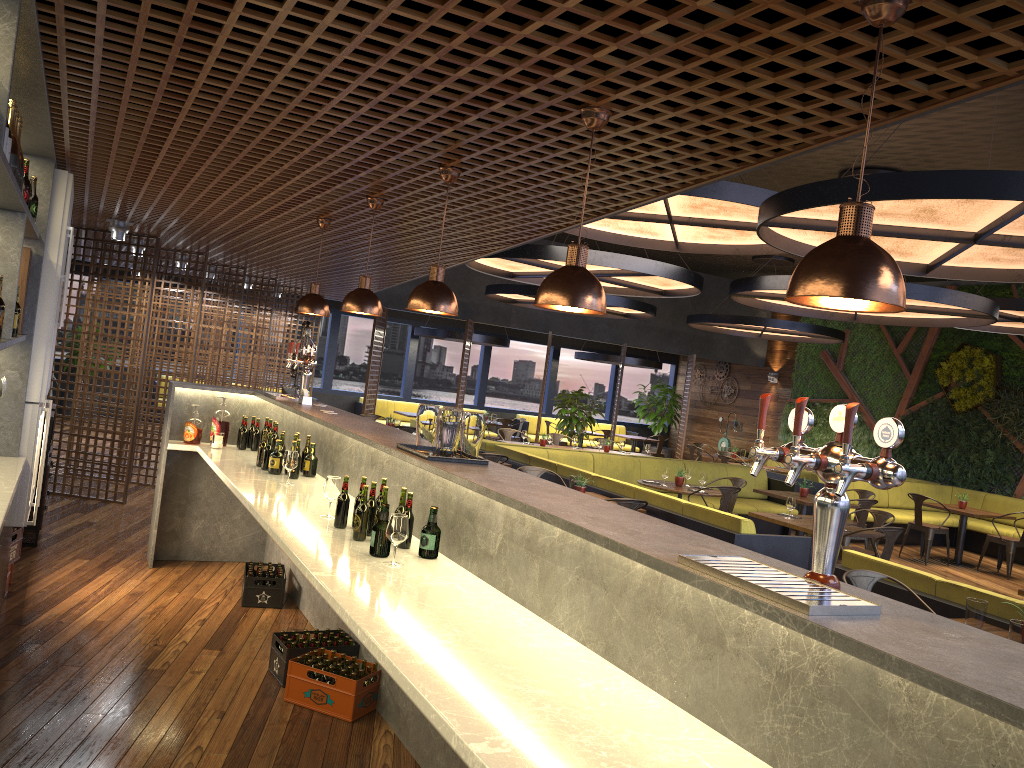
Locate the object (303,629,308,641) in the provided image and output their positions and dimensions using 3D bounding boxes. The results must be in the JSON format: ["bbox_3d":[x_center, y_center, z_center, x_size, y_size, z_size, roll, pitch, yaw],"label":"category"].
[{"bbox_3d":[-1.165,1.477,4.961,0.057,0.205,0.056,8,1,31],"label":"object"}]

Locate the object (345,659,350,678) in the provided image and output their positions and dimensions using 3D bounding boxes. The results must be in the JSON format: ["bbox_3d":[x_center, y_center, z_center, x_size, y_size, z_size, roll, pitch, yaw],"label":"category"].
[{"bbox_3d":[-0.856,1.521,4.565,0.057,0.205,0.056,7,1,-14],"label":"object"}]

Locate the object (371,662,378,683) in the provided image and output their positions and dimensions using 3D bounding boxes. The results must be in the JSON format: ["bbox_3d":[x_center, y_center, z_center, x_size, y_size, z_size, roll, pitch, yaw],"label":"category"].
[{"bbox_3d":[-0.714,1.539,4.569,0.056,0.205,0.056,7,1,-4],"label":"object"}]

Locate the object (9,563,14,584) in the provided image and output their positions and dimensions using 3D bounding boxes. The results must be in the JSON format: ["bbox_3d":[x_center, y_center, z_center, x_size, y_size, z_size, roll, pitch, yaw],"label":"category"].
[{"bbox_3d":[-3.496,1.182,5.913,0.277,0.206,0.416,7,1,-34],"label":"object"}]

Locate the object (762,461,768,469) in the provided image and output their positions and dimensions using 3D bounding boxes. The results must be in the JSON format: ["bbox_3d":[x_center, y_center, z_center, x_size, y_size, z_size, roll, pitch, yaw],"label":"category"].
[{"bbox_3d":[4.329,1.363,15.211,0.102,0.178,0.102,8,1,9],"label":"object"}]

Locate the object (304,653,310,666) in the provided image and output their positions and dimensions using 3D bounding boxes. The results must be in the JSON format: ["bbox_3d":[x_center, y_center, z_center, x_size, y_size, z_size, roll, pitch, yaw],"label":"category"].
[{"bbox_3d":[-1.067,1.493,4.572,0.056,0.205,0.056,8,1,21],"label":"object"}]

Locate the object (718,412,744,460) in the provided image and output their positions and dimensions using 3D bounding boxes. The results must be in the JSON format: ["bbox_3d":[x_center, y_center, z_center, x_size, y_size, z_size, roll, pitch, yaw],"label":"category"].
[{"bbox_3d":[4.914,1.440,20.113,0.459,1.615,0.848,7,1,-26],"label":"object"}]

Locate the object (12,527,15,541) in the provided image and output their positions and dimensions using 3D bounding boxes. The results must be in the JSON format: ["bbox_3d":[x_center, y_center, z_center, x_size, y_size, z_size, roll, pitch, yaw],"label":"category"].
[{"bbox_3d":[-3.129,0.986,5.524,0.057,0.205,0.056,8,1,40],"label":"object"}]

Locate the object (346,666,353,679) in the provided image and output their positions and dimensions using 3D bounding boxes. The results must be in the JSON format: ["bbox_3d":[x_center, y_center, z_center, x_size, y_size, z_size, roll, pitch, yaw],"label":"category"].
[{"bbox_3d":[-0.827,1.525,4.470,0.056,0.205,0.056,8,1,6],"label":"object"}]

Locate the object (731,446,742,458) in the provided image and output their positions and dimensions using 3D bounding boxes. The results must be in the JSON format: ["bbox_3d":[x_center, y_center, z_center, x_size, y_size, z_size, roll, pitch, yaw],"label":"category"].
[{"bbox_3d":[4.337,1.298,17.280,0.238,0.271,0.260,7,1,-5],"label":"object"}]

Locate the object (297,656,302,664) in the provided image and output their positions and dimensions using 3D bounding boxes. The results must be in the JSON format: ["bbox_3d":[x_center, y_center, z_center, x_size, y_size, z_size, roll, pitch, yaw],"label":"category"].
[{"bbox_3d":[-1.094,1.490,4.516,0.056,0.205,0.057,7,1,-4],"label":"object"}]

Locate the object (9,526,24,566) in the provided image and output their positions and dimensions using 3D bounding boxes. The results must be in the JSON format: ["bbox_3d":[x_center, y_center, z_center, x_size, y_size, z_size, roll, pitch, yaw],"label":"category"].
[{"bbox_3d":[-3.202,0.998,5.407,0.277,0.206,0.416,7,1,-13],"label":"object"}]

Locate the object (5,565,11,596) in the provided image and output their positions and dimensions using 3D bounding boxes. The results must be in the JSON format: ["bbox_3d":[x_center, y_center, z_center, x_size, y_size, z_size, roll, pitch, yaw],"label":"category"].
[{"bbox_3d":[-3.245,1.220,5.404,0.277,0.206,0.416,7,1,-23],"label":"object"}]

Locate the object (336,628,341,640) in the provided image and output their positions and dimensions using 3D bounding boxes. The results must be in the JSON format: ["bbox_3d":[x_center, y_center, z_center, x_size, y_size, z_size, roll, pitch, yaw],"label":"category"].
[{"bbox_3d":[-0.999,1.497,5.063,0.057,0.205,0.056,8,1,31],"label":"object"}]

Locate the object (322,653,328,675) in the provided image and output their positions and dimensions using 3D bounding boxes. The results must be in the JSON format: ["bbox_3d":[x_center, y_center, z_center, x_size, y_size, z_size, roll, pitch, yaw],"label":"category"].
[{"bbox_3d":[-0.979,1.504,4.614,0.056,0.205,0.057,7,1,-4],"label":"object"}]

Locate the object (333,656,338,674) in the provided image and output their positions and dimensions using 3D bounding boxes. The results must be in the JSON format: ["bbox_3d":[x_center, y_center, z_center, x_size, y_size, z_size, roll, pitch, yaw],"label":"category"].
[{"bbox_3d":[-0.922,1.512,4.587,0.056,0.205,0.057,7,1,-24],"label":"object"}]

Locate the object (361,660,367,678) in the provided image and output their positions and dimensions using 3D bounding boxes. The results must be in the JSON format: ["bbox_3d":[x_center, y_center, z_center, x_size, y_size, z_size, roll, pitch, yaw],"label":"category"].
[{"bbox_3d":[-0.775,1.531,4.590,0.056,0.205,0.056,8,1,11],"label":"object"}]

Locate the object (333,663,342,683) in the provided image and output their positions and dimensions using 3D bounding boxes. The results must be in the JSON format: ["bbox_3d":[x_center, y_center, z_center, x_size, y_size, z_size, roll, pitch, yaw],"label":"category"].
[{"bbox_3d":[-0.886,1.517,4.489,0.056,0.205,0.056,7,1,-29],"label":"object"}]

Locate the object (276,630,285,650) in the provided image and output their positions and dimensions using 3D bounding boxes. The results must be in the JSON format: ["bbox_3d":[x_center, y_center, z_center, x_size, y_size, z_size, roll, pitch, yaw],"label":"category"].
[{"bbox_3d":[-1.276,1.463,4.890,0.056,0.205,0.057,7,1,-34],"label":"object"}]

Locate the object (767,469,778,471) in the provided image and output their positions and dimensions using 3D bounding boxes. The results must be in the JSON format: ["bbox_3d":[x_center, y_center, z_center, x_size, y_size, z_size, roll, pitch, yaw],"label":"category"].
[{"bbox_3d":[4.434,1.459,15.093,0.255,0.019,0.157,7,1,-27],"label":"object"}]

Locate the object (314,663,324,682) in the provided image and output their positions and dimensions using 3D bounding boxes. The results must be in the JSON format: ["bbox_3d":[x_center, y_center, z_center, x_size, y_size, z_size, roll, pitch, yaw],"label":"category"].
[{"bbox_3d":[-0.976,1.506,4.460,0.057,0.205,0.056,8,1,36],"label":"object"}]

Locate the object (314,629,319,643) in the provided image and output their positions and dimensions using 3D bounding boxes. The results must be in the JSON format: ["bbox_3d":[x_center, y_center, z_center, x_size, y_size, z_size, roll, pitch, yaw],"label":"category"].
[{"bbox_3d":[-1.113,1.483,4.998,0.057,0.205,0.056,7,1,-19],"label":"object"}]

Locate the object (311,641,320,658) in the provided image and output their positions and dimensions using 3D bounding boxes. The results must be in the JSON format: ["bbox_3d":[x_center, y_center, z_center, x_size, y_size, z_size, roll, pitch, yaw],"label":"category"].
[{"bbox_3d":[-1.061,1.492,4.786,0.056,0.205,0.056,8,1,21],"label":"object"}]

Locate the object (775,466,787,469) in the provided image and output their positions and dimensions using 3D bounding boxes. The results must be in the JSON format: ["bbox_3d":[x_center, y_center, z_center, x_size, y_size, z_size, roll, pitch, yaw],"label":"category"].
[{"bbox_3d":[4.900,1.511,16.019,0.157,0.019,0.255,7,1,-27],"label":"object"}]

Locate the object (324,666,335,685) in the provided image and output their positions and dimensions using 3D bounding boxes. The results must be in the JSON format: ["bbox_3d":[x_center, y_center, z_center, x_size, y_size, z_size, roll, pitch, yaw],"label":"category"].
[{"bbox_3d":[-0.916,1.514,4.438,0.056,0.205,0.057,7,1,-4],"label":"object"}]

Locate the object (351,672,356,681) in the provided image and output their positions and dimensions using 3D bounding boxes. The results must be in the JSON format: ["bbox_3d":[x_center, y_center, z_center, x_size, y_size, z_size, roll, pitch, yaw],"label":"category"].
[{"bbox_3d":[-0.795,1.531,4.386,0.056,0.205,0.057,8,1,21],"label":"object"}]

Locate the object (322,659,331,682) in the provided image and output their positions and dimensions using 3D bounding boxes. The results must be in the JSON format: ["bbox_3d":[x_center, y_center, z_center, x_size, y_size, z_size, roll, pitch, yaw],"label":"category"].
[{"bbox_3d":[-0.949,1.509,4.524,0.056,0.205,0.056,7,1,-39],"label":"object"}]

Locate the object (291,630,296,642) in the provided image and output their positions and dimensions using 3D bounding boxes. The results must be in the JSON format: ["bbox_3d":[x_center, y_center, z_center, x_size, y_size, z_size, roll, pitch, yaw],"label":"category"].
[{"bbox_3d":[-1.222,1.470,4.920,0.056,0.205,0.057,8,1,21],"label":"object"}]

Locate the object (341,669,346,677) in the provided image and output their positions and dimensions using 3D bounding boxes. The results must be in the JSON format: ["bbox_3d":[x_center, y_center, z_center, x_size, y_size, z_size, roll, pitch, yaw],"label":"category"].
[{"bbox_3d":[-0.850,1.523,4.414,0.057,0.205,0.056,7,1,-14],"label":"object"}]

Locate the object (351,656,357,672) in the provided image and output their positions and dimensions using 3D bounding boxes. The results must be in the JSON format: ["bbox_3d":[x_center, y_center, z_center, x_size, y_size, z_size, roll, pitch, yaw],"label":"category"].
[{"bbox_3d":[-0.833,1.523,4.624,0.056,0.205,0.056,7,1,-14],"label":"object"}]

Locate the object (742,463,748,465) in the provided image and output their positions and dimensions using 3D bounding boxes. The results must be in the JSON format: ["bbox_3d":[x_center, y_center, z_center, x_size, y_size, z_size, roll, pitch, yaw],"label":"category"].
[{"bbox_3d":[4.154,1.417,15.646,0.157,0.019,0.255,7,1,-27],"label":"object"}]

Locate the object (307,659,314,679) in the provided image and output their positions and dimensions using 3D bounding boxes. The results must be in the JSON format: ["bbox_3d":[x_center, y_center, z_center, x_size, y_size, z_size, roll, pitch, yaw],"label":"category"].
[{"bbox_3d":[-1.034,1.498,4.487,0.056,0.205,0.057,7,1,-29],"label":"object"}]

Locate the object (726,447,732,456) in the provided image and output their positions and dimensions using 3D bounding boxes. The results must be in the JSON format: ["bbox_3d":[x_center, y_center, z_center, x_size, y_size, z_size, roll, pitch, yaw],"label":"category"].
[{"bbox_3d":[4.271,1.334,17.467,0.102,0.178,0.102,8,1,9],"label":"object"}]

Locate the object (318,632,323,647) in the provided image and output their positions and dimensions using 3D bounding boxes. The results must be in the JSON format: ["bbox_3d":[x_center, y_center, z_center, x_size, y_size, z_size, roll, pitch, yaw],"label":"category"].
[{"bbox_3d":[-1.076,1.488,4.939,0.056,0.205,0.056,7,1,-4],"label":"object"}]

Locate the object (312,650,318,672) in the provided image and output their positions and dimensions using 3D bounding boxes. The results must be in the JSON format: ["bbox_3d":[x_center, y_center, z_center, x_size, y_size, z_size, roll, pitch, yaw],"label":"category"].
[{"bbox_3d":[-1.038,1.496,4.642,0.056,0.205,0.057,8,1,26],"label":"object"}]

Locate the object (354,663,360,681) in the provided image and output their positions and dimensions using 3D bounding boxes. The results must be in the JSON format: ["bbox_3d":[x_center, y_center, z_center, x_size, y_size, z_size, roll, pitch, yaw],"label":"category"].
[{"bbox_3d":[-0.802,1.528,4.533,0.056,0.205,0.057,8,1,36],"label":"object"}]

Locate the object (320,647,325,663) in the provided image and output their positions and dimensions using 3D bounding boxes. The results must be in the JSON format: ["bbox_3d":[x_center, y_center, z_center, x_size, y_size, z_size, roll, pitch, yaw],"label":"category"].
[{"bbox_3d":[-1.013,1.499,4.697,0.056,0.205,0.056,8,1,26],"label":"object"}]

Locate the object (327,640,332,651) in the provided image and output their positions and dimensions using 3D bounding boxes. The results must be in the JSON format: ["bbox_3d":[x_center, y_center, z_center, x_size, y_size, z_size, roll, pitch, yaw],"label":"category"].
[{"bbox_3d":[-1.006,1.498,4.823,0.056,0.205,0.056,7,1,-4],"label":"object"}]

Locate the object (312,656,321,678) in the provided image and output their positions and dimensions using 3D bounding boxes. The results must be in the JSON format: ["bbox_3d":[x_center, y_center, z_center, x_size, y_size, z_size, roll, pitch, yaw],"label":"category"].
[{"bbox_3d":[-1.004,1.501,4.552,0.056,0.205,0.056,7,1,-4],"label":"object"}]

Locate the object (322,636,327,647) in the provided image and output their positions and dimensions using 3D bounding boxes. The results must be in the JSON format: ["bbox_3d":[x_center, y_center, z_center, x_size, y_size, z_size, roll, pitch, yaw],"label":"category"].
[{"bbox_3d":[-1.040,1.494,4.881,0.057,0.205,0.056,8,1,11],"label":"object"}]

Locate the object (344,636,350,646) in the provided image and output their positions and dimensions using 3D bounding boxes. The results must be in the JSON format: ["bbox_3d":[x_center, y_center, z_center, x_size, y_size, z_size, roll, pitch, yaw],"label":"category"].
[{"bbox_3d":[-0.929,1.508,4.944,0.056,0.205,0.057,7,1,-29],"label":"object"}]

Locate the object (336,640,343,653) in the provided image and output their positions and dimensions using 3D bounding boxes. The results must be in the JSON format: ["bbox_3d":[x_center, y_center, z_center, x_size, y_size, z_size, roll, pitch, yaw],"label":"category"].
[{"bbox_3d":[-0.952,1.505,4.855,0.056,0.205,0.056,8,1,11],"label":"object"}]

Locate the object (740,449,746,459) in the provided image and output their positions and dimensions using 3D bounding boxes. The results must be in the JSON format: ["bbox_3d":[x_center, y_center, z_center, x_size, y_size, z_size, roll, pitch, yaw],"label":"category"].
[{"bbox_3d":[4.506,1.367,17.299,0.102,0.178,0.102,8,1,9],"label":"object"}]

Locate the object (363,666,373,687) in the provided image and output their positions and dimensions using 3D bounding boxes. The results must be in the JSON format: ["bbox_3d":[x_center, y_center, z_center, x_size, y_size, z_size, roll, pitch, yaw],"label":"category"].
[{"bbox_3d":[-0.737,1.537,4.512,0.057,0.205,0.056,7,1,-29],"label":"object"}]

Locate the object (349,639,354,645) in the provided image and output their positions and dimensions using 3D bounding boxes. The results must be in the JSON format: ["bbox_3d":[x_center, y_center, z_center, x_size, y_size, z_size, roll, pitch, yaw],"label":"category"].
[{"bbox_3d":[-0.899,1.512,4.893,0.056,0.205,0.056,7,1,-29],"label":"object"}]

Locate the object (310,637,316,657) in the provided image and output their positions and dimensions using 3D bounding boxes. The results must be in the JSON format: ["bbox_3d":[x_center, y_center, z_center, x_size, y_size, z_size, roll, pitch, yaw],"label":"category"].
[{"bbox_3d":[-1.096,1.487,4.839,0.056,0.205,0.057,8,1,21],"label":"object"}]

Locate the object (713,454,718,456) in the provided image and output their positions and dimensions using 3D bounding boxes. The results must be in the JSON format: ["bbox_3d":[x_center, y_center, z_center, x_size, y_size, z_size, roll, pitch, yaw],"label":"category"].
[{"bbox_3d":[3.995,1.381,17.191,0.157,0.019,0.255,7,1,-27],"label":"object"}]

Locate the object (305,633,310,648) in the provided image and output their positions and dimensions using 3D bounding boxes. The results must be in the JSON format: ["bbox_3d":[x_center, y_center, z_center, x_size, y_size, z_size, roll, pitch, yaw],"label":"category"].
[{"bbox_3d":[-1.140,1.480,4.907,0.056,0.205,0.056,8,1,6],"label":"object"}]

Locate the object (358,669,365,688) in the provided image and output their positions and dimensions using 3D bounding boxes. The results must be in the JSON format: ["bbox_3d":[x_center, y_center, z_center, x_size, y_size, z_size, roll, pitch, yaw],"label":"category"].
[{"bbox_3d":[-0.766,1.534,4.445,0.056,0.205,0.056,8,1,26],"label":"object"}]

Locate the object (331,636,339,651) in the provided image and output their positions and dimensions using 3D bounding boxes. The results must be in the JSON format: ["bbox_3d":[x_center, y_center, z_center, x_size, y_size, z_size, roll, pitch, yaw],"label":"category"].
[{"bbox_3d":[-0.986,1.501,4.912,0.057,0.205,0.056,8,1,31],"label":"object"}]

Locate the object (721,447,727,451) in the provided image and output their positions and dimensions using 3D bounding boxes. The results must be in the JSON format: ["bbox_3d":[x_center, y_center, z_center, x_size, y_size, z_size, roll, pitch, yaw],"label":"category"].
[{"bbox_3d":[4.124,1.316,17.307,0.102,0.178,0.102,7,1,-41],"label":"object"}]

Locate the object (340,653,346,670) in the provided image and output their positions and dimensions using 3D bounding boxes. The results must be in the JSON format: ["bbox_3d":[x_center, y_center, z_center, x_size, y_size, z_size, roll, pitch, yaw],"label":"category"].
[{"bbox_3d":[-0.895,1.515,4.648,0.056,0.205,0.056,7,1,-39],"label":"object"}]

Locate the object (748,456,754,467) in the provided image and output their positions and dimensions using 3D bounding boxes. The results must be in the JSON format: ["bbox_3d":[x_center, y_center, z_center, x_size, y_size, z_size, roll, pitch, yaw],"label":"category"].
[{"bbox_3d":[4.125,1.336,15.321,0.102,0.178,0.102,7,1,-41],"label":"object"}]

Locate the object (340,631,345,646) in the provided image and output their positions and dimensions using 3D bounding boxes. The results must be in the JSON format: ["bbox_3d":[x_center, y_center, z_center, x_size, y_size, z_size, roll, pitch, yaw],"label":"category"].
[{"bbox_3d":[-0.969,1.502,5.009,0.056,0.205,0.056,7,1,-34],"label":"object"}]

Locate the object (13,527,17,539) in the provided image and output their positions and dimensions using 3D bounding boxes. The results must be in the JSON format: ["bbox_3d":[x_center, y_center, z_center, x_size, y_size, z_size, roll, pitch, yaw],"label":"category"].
[{"bbox_3d":[-3.140,0.984,5.586,0.057,0.205,0.056,7,1,-15],"label":"object"}]

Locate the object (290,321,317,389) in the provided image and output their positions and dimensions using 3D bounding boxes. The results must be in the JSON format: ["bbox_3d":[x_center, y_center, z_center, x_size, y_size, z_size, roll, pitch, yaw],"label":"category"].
[{"bbox_3d":[-2.039,-0.134,8.476,0.263,0.944,0.566,7,1,-34],"label":"object"}]

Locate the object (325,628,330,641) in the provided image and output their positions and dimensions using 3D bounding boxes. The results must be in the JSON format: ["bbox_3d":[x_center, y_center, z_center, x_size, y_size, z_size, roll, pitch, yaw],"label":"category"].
[{"bbox_3d":[-1.057,1.490,5.030,0.057,0.205,0.056,8,1,6],"label":"object"}]

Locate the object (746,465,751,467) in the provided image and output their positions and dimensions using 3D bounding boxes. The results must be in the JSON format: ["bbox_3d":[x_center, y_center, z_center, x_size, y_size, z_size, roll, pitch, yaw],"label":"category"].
[{"bbox_3d":[3.996,1.400,15.205,0.157,0.019,0.255,7,1,-27],"label":"object"}]

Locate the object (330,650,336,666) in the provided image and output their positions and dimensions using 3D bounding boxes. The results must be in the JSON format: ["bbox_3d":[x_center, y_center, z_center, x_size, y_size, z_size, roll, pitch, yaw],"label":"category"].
[{"bbox_3d":[-0.952,1.507,4.675,0.056,0.205,0.056,7,1,-24],"label":"object"}]
